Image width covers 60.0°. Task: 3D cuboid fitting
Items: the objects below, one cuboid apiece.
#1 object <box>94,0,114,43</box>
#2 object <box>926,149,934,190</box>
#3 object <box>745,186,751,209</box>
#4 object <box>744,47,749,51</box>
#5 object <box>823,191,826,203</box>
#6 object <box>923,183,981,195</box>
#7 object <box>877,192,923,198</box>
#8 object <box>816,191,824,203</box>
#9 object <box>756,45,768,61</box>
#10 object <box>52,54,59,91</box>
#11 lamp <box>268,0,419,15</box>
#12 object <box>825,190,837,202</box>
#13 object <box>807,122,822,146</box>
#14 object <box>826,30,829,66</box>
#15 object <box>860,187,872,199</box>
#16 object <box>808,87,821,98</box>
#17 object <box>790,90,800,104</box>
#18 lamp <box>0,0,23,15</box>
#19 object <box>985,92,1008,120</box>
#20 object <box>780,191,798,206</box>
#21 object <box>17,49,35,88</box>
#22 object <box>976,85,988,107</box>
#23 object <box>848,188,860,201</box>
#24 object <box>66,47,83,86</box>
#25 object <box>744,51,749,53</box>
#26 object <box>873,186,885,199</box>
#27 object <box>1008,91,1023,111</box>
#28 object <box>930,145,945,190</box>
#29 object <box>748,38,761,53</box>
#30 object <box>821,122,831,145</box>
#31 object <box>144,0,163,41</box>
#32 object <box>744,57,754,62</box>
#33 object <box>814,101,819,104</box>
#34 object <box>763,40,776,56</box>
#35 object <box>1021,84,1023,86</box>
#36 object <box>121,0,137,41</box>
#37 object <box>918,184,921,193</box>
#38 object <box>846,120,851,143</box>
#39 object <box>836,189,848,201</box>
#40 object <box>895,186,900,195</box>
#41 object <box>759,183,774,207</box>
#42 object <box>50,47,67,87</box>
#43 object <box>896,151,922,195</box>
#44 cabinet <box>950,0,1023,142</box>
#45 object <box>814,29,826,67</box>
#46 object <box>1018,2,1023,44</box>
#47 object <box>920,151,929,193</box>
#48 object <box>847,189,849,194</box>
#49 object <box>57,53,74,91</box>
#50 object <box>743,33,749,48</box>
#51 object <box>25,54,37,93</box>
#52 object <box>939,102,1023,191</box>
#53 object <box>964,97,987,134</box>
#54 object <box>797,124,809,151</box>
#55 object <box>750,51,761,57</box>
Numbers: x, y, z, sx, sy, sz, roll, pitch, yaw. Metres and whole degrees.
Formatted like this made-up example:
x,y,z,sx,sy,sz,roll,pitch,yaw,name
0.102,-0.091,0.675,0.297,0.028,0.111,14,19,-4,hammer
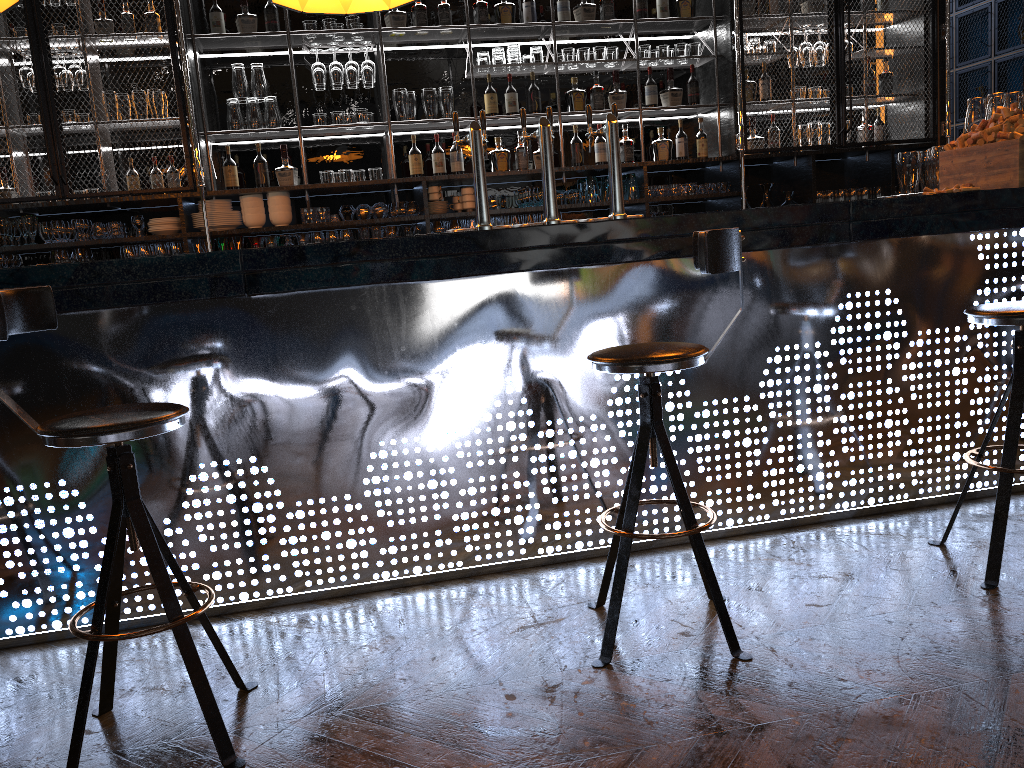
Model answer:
x,y,z,sx,sy,sz,roll,pitch,yaw,name
-2.484,-2.211,5.394,0.108,0.244,0.108,-8,10,-22,object
1.905,-0.946,3.959,0.105,0.209,0.105,-2,9,14,object
1.650,-1.247,6.307,0.186,0.307,0.186,-6,9,-5,object
1.594,-2.348,6.148,0.089,0.092,0.089,-2,9,14,object
2.225,-1.269,6.388,0.079,0.231,0.079,-10,11,-31,object
1.666,-0.735,3.364,0.198,0.045,0.377,0,10,27,object
1.886,-0.850,3.973,0.273,0.019,0.437,-6,9,-11,object
2.173,-1.248,6.287,0.079,0.231,0.079,-1,10,24,object
1.792,-2.377,6.368,0.089,0.092,0.089,-2,9,14,object
-2.827,-1.906,5.430,0.081,0.213,0.081,-6,9,-5,object
-0.670,-2.214,3.159,0.582,1.564,0.607,-6,9,-11,lamp
2.272,-1.260,6.308,0.079,0.231,0.079,-7,9,-15,object
2.162,-1.760,6.337,0.105,0.209,0.105,-9,10,-26,object
2.331,-2.444,6.444,0.092,0.244,0.092,-7,9,-16,object
2.539,-1.290,6.357,0.079,0.231,0.079,-1,10,24,object
2.170,-2.076,6.359,0.089,0.092,0.089,-6,9,-10,object
2.048,-2.070,6.379,0.089,0.092,0.089,-13,13,-44,object
-2.002,-2.017,2.778,0.582,1.606,0.607,-6,9,-11,lamp
2.133,-1.169,3.897,0.105,0.209,0.105,-2,9,14,object
1.975,-1.245,6.317,0.158,0.248,0.158,-7,9,-16,object
-2.891,-1.875,5.273,0.081,0.213,0.081,-6,9,-5,object
3.852,-2.262,7.067,0.290,0.290,0.097,0,10,27,object
2.450,-1.280,6.343,0.079,0.231,0.079,-2,9,16,object
-2.625,-1.905,5.324,0.081,0.213,0.081,-6,9,-5,object
1.596,-2.326,6.152,0.089,0.092,0.089,-2,9,14,object
2.639,-1.301,6.378,0.079,0.231,0.079,-7,9,-15,object
2.221,-1.180,3.918,0.105,0.209,0.105,-2,9,14,object
1.869,-0.925,3.843,0.105,0.209,0.105,-11,11,-35,object
1.692,-2.361,6.193,0.089,0.092,0.089,-2,9,14,object
2.267,-1.782,6.420,0.105,0.209,0.105,-9,10,-26,object
-2.208,-2.245,5.446,0.073,0.246,0.072,-4,9,4,object
1.693,-2.366,6.355,0.089,0.092,0.089,3,12,39,object
2.215,-2.100,6.480,0.089,0.092,0.089,-11,11,-35,object
1.803,-2.351,6.205,0.089,0.092,0.089,3,12,39,object
3.969,-2.173,6.673,0.278,0.222,0.138,-2,10,18,object
-2.349,-2.229,5.418,0.073,0.246,0.072,-9,10,-26,object
2.938,-1.338,6.470,0.101,0.227,0.101,-11,11,-33,object
2.384,-1.786,6.383,0.105,0.209,0.105,-9,10,-26,object
2.354,-1.269,6.326,0.079,0.231,0.079,-11,11,-34,object
2.806,-1.316,6.404,0.101,0.227,0.101,-11,11,-33,object
1.823,-1.270,6.340,0.170,0.313,0.170,-7,9,-16,object
-2.713,-1.895,5.307,0.081,0.213,0.081,-6,9,-5,object
1.820,-0.956,4.064,0.105,0.209,0.105,-2,9,14,object
4.251,-1.898,5.616,0.691,3.514,4.416,-6,9,-11,cabinet
2.229,-2.433,6.424,0.092,0.244,0.092,-7,9,-16,object
3.869,-2.666,6.599,0.116,0.358,0.198,-13,12,-40,object
1.930,-0.970,4.093,0.105,0.209,0.105,-2,9,14,object
2.474,-1.297,6.438,0.079,0.231,0.079,-6,9,-9,object
-2.742,-1.915,5.447,0.081,0.213,0.081,-6,9,-5,object
1.592,-2.373,6.144,0.089,0.092,0.089,-2,9,14,object
-2.920,-1.895,5.412,0.081,0.213,0.081,-6,9,-5,object
1.976,-0.937,3.500,0.340,0.332,0.464,-6,9,-8,object
2.100,-1.184,4.008,0.105,0.209,0.105,-2,9,14,object
2.131,-1.775,6.447,0.105,0.209,0.105,-9,10,-26,object
1.694,-2.341,6.196,0.089,0.092,0.089,-2,9,14,object
